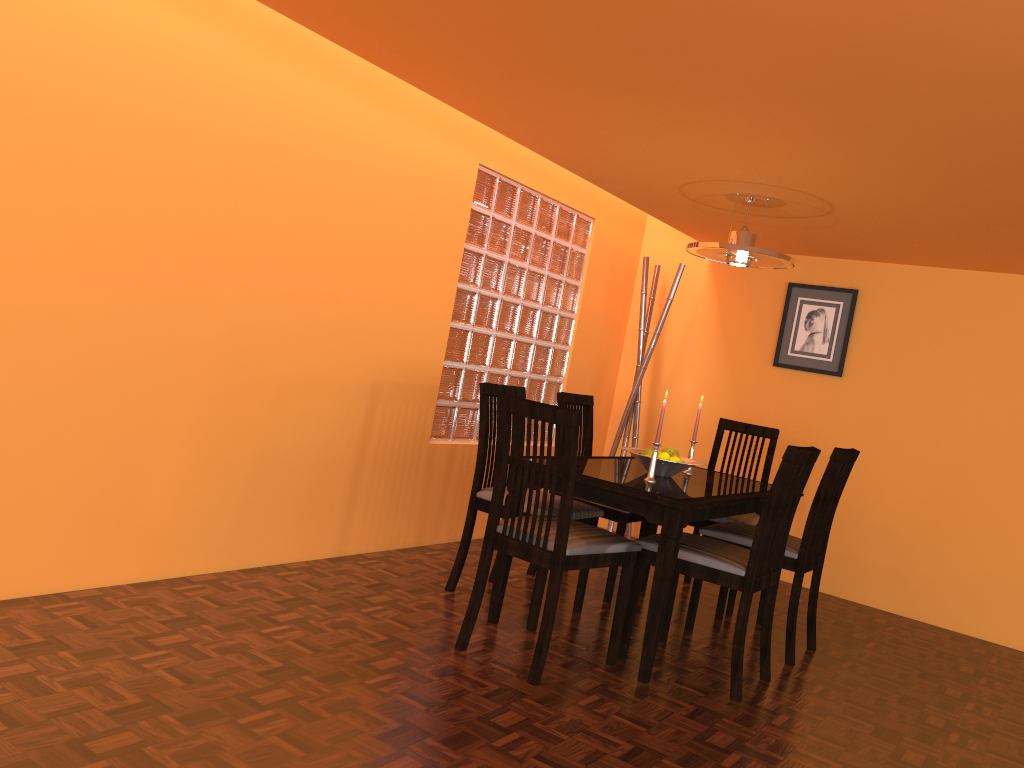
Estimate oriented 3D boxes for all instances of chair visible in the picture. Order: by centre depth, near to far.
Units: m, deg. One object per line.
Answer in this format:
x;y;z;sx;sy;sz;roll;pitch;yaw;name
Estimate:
0.135;0.466;2.780;0.373;0.809;0.465;12;3;39;chair
0.689;0.561;2.936;0.465;0.809;0.373;12;2;34;chair
0.064;0.433;3.361;0.465;0.809;0.373;12;2;34;chair
1.006;0.602;3.417;0.465;0.809;0.373;12;2;34;chair
0.381;0.474;3.841;0.465;0.809;0.373;12;2;34;chair
0.946;0.570;3.993;0.373;0.809;0.465;11;2;29;chair

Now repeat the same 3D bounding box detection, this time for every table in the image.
0.536;0.633;3.371;0.697;0.584;1.259;12;2;34;table

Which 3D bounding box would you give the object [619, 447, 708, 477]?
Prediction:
0.561;0.305;3.332;0.337;0.072;0.337;10;2;0;object

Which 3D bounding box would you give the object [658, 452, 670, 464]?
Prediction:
0.554;0.272;3.236;0.046;0.046;0.055;11;2;17;object

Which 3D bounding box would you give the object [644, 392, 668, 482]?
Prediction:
0.506;0.176;3.065;0.044;0.326;0.044;11;2;22;object

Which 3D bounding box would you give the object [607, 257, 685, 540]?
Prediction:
0.690;0.099;4.915;0.226;1.589;0.308;9;2;-34;object

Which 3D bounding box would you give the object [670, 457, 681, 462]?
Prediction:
0.595;0.290;3.261;0.055;0.046;0.046;10;2;-3;object

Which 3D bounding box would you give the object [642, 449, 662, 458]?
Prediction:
0.524;0.283;3.326;0.089;0.076;0.087;12;3;40;object

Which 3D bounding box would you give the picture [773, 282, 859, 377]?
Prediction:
1.590;-0.289;4.655;0.361;0.456;0.014;12;2;34;picture

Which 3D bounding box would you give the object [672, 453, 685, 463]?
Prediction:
0.623;0.294;3.317;0.055;0.070;0.066;11;2;15;object

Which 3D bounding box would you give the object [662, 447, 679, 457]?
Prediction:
0.605;0.275;3.393;0.069;0.066;0.069;12;3;43;object

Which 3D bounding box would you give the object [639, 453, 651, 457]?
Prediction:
0.546;0.296;3.281;0.150;0.052;0.066;10;2;-8;object

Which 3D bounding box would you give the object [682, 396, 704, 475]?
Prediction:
0.735;0.200;3.563;0.044;0.326;0.044;11;2;22;object

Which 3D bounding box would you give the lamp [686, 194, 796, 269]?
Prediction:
0.941;-0.617;3.592;0.435;0.274;0.435;9;2;-34;lamp
